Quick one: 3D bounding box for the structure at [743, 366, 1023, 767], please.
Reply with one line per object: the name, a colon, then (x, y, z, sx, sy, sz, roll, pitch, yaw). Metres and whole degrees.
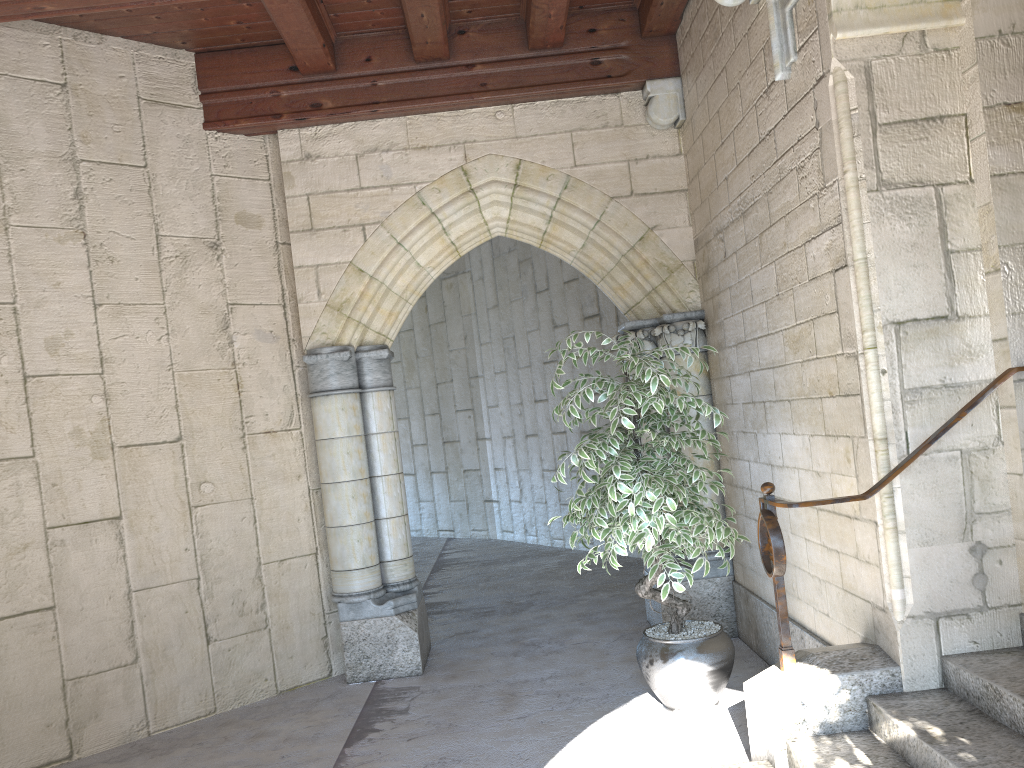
structure: (1.192, 0.626, 2.785, 0.888, 1.261, 0.476, -7, 0, -1)

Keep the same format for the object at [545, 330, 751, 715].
object: (0.562, 0.554, 3.662, 0.789, 1.618, 0.749, -7, 0, 30)

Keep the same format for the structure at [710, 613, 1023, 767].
structure: (1.787, 0.759, 2.098, 2.573, 0.810, 1.462, -7, -2, -1)
